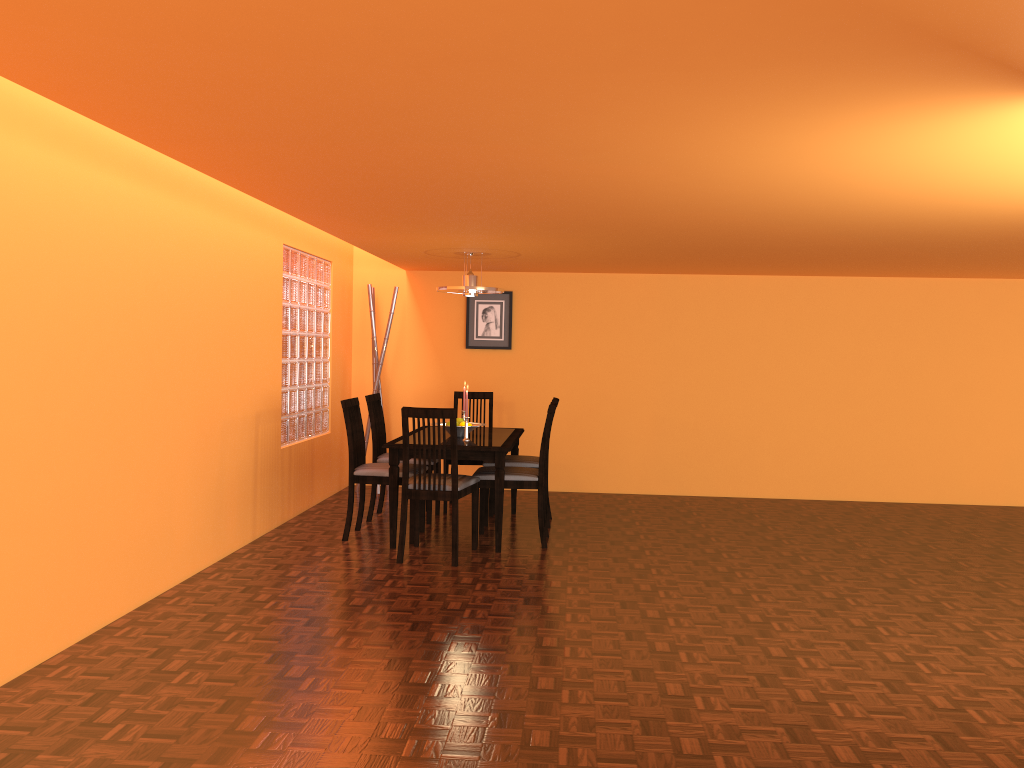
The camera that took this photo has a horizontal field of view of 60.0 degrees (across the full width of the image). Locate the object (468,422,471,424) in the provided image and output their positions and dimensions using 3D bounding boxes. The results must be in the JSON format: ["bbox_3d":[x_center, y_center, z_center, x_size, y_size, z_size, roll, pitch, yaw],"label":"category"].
[{"bbox_3d":[-0.266,0.256,5.366,0.055,0.070,0.066,1,2,-14],"label":"object"}]

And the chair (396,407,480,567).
[{"bbox_3d":[-0.395,0.515,4.679,0.373,0.809,0.465,2,2,9],"label":"chair"}]

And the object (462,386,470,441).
[{"bbox_3d":[-0.260,0.161,5.080,0.044,0.326,0.044,1,2,-7],"label":"object"}]

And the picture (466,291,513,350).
[{"bbox_3d":[-0.179,-0.500,6.943,0.361,0.456,0.014,1,2,4],"label":"picture"}]

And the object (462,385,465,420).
[{"bbox_3d":[-0.303,0.141,5.626,0.044,0.326,0.044,1,2,-7],"label":"object"}]

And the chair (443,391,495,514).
[{"bbox_3d":[-0.278,0.465,6.137,0.373,0.809,0.465,1,2,-1],"label":"chair"}]

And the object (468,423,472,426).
[{"bbox_3d":[-0.262,0.257,5.304,0.055,0.046,0.046,0,2,-33],"label":"object"}]

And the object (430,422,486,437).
[{"bbox_3d":[-0.324,0.277,5.351,0.337,0.072,0.337,0,2,-29],"label":"object"}]

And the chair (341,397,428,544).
[{"bbox_3d":[-0.746,0.491,5.149,0.465,0.809,0.373,1,2,4],"label":"chair"}]

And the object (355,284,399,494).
[{"bbox_3d":[-1.020,0.040,6.773,0.308,1.589,0.226,2,2,26],"label":"object"}]

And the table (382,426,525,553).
[{"bbox_3d":[-0.315,0.604,5.403,0.697,0.584,1.259,1,2,4],"label":"table"}]

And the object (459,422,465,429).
[{"bbox_3d":[-0.288,0.246,5.261,0.046,0.046,0.055,1,2,-13],"label":"object"}]

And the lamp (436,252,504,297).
[{"bbox_3d":[-0.265,-0.699,5.674,0.435,0.274,0.435,2,2,26],"label":"lamp"}]

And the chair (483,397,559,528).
[{"bbox_3d":[0.061,0.489,5.666,0.465,0.809,0.373,1,2,4],"label":"chair"}]

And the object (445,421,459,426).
[{"bbox_3d":[-0.356,0.262,5.325,0.089,0.076,0.087,2,2,10],"label":"object"}]

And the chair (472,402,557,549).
[{"bbox_3d":[0.018,0.509,5.091,0.465,0.809,0.373,1,2,4],"label":"chair"}]

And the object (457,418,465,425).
[{"bbox_3d":[-0.321,0.239,5.422,0.069,0.066,0.069,2,2,14],"label":"object"}]

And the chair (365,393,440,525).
[{"bbox_3d":[-0.703,0.471,5.724,0.465,0.809,0.373,1,2,4],"label":"chair"}]
